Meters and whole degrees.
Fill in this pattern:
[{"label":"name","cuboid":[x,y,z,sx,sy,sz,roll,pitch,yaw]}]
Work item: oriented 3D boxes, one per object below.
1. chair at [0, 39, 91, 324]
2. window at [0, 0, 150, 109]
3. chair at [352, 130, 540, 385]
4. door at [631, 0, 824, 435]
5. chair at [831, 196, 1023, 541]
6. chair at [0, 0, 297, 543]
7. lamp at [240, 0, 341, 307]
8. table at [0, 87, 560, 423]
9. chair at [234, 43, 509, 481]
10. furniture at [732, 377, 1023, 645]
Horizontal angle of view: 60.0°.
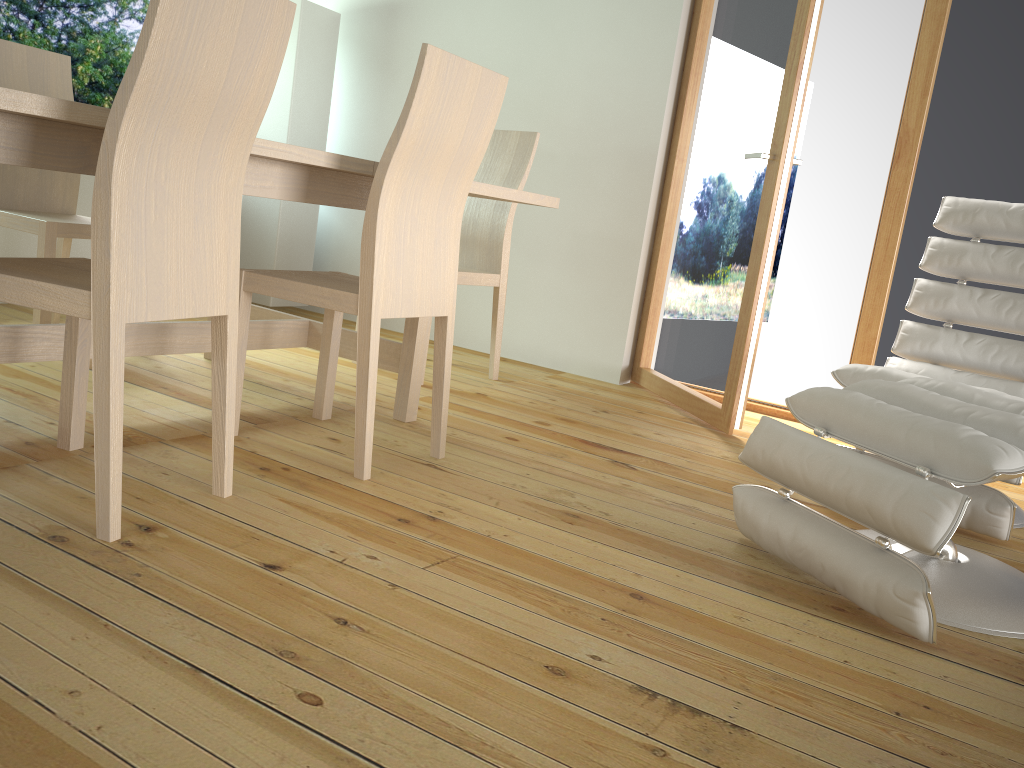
[{"label":"chair","cuboid":[-1.606,-0.664,3.131,0.507,1.012,0.405,13,10,27]},{"label":"window","cuboid":[-2.650,-1.587,3.235,0.013,0.974,4.194,13,12,29]},{"label":"chair","cuboid":[-0.259,-0.543,3.560,0.406,1.012,0.506,17,12,42]},{"label":"door","cuboid":[0.871,-1.090,3.470,0.162,2.407,0.940,6,9,-16]},{"label":"chair","cuboid":[1.421,-0.117,2.752,0.572,0.964,0.914,16,12,39]},{"label":"chair","cuboid":[-0.789,-0.278,1.724,0.507,1.012,0.405,12,10,18]},{"label":"lamp","cuboid":[-1.162,-1.163,4.554,0.281,1.493,0.280,13,10,29]},{"label":"table","cuboid":[-1.070,-0.301,2.334,1.204,0.752,2.504,15,12,31]},{"label":"chair","cuboid":[-0.386,-0.325,2.299,0.507,1.012,0.405,14,10,28]},{"label":"furniture","cuboid":[0.937,0.230,1.960,0.685,0.437,0.573,4,11,-25]}]
